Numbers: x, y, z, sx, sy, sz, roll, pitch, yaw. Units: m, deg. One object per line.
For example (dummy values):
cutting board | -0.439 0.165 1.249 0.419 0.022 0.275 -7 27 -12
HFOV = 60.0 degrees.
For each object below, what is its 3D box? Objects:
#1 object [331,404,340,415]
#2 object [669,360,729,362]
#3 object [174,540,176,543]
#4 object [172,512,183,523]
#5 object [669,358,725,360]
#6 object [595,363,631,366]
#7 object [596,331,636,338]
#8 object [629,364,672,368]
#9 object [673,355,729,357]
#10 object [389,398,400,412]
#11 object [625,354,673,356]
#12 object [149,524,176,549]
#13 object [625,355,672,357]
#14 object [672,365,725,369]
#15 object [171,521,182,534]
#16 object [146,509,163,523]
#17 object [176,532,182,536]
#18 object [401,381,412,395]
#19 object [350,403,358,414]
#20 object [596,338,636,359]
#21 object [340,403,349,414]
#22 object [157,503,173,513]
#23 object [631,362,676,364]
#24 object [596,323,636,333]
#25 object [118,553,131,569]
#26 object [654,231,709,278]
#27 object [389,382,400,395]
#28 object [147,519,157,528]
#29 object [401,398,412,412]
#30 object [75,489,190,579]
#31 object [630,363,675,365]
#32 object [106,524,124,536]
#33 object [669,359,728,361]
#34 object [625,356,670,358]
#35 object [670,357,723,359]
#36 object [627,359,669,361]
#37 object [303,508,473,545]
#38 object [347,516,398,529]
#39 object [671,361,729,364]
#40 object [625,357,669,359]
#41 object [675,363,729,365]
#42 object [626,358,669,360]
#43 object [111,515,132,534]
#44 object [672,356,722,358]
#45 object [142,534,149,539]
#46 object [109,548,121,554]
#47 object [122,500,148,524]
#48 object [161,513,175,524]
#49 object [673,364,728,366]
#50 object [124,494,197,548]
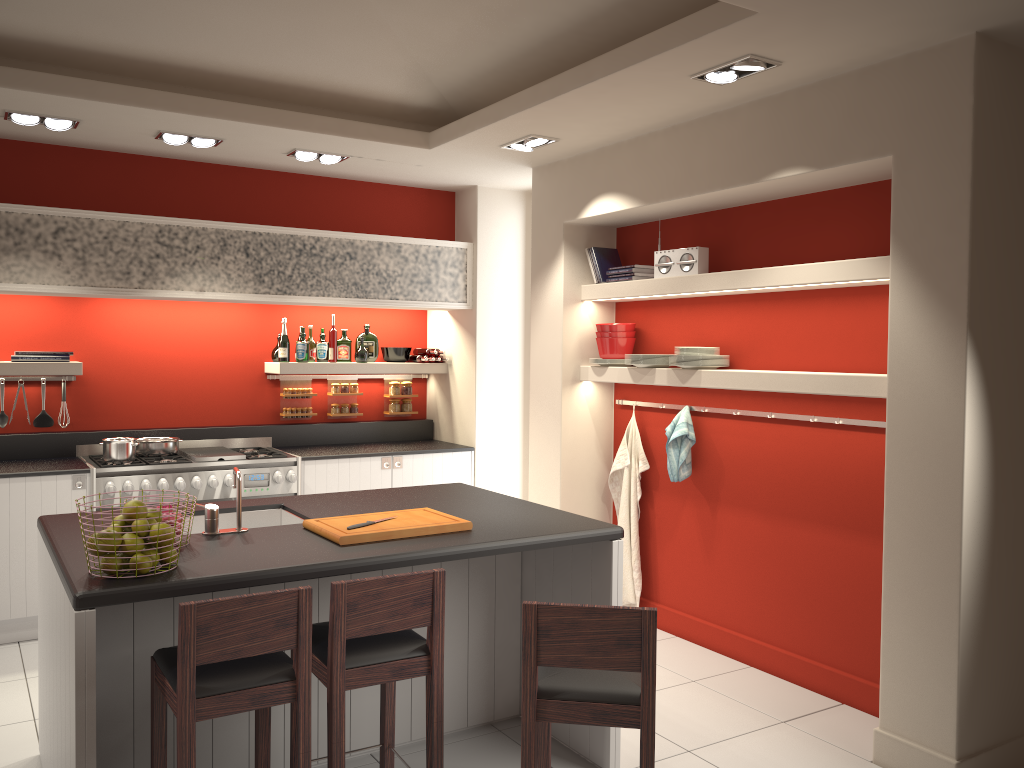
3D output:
object | -1.383 0.198 6.943 0.068 0.088 0.068 0 2 -11
object | 1.072 -0.123 5.084 0.339 0.020 0.339 -1 2 -29
object | -1.242 0.556 3.190 0.062 0.057 0.061 -1 2 -32
object | -1.222 0.493 3.225 0.051 0.055 0.056 0 2 -18
object | 1.072 -0.136 5.084 0.339 0.020 0.339 -1 2 -29
object | 0.672 -0.126 5.764 0.339 0.020 0.339 -1 2 -29
object | 0.672 -0.269 5.758 0.260 0.159 0.260 2 3 39
object | 0.857 -0.111 5.403 0.339 0.020 0.339 -1 3 -33
object | 1.073 -0.155 5.083 0.339 0.020 0.339 -1 2 -29
object | -0.954 0.176 7.206 0.093 0.120 0.094 0 2 -11
object | 0.858 -0.169 5.402 0.339 0.020 0.339 -1 3 -33
object | -1.148 0.501 2.911 0.082 0.082 0.082 2 2 25
object | 0.858 -0.163 5.402 0.339 0.020 0.339 -1 3 -33
object | 1.072 -0.097 5.085 0.339 0.020 0.339 -1 2 -29
object | -1.211 0.517 3.181 0.048 0.046 0.048 1 2 17
object | -1.206 0.447 2.969 0.067 0.064 0.067 -1 2 -31
object | -1.226 0.535 3.245 0.046 0.043 0.046 1 2 8
object | -0.862 0.038 7.259 0.093 0.120 0.094 0 2 -11
object | -1.251 0.196 7.026 0.068 0.088 0.068 0 2 -11
object | 0.673 -0.225 5.761 0.260 0.146 0.260 0 2 -28
object | -1.317 0.197 6.985 0.068 0.088 0.068 0 2 -11
object | -1.258 0.456 3.210 0.056 0.058 0.056 1 2 13
object | 0.857 -0.124 5.403 0.339 0.020 0.339 -1 3 -33
object | 0.671 -0.319 5.751 0.260 0.161 0.260 2 2 25
object | -1.249 0.568 2.861 0.055 0.054 0.053 0 2 -28
object | 0.986 -0.804 5.187 0.097 0.369 0.342 -1 2 -37
object | -0.953 0.040 7.202 0.093 0.120 0.094 0 2 -11
object | -1.196 0.467 2.915 0.057 0.054 0.056 2 2 29
object | -0.863 0.175 7.263 0.093 0.120 0.094 0 2 -11
object | -1.220 0.480 2.860 0.341 0.232 0.341 1 2 1
object | 0.857 -0.118 5.403 0.339 0.020 0.339 -1 3 -33
object | -1.269 0.478 2.833 0.057 0.061 0.062 0 2 -17
object | 1.072 -0.129 5.084 0.339 0.020 0.339 -1 2 -29
object | 0.858 -0.156 5.402 0.339 0.020 0.339 -1 3 -33
object | 1.072 -0.142 5.084 0.339 0.020 0.339 -1 2 -29
object | 0.857 -0.137 5.403 0.339 0.020 0.339 -1 3 -33
object | -0.498 0.563 3.552 0.570 0.033 0.372 -1 3 -34
object | -0.551 0.543 3.491 0.035 0.010 0.302 2 2 28
object | 1.072 -0.117 5.084 0.339 0.020 0.339 -1 2 -29
object | 0.857 -0.150 5.402 0.339 0.020 0.339 -1 3 -33
object | 1.072 -0.110 5.085 0.339 0.020 0.339 -1 2 -29
object | 0.857 -0.143 5.402 0.339 0.020 0.339 -1 3 -33
object | -1.274 0.466 2.907 0.071 0.076 0.078 2 2 27
object | 1.073 -0.149 5.084 0.339 0.020 0.339 -1 2 -29
object | -1.242 0.495 2.962 0.067 0.064 0.066 0 2 -28
object | -1.290 0.525 2.887 0.064 0.060 0.064 -1 2 -37
object | -1.226 0.416 2.884 0.078 0.080 0.078 -1 2 -32
object | -1.226 0.483 3.157 0.048 0.046 0.048 1 2 14
object | 1.072 -0.104 5.085 0.339 0.020 0.339 -1 2 -29
object | -1.275 0.501 3.222 0.248 0.168 0.248 -1 3 -44
